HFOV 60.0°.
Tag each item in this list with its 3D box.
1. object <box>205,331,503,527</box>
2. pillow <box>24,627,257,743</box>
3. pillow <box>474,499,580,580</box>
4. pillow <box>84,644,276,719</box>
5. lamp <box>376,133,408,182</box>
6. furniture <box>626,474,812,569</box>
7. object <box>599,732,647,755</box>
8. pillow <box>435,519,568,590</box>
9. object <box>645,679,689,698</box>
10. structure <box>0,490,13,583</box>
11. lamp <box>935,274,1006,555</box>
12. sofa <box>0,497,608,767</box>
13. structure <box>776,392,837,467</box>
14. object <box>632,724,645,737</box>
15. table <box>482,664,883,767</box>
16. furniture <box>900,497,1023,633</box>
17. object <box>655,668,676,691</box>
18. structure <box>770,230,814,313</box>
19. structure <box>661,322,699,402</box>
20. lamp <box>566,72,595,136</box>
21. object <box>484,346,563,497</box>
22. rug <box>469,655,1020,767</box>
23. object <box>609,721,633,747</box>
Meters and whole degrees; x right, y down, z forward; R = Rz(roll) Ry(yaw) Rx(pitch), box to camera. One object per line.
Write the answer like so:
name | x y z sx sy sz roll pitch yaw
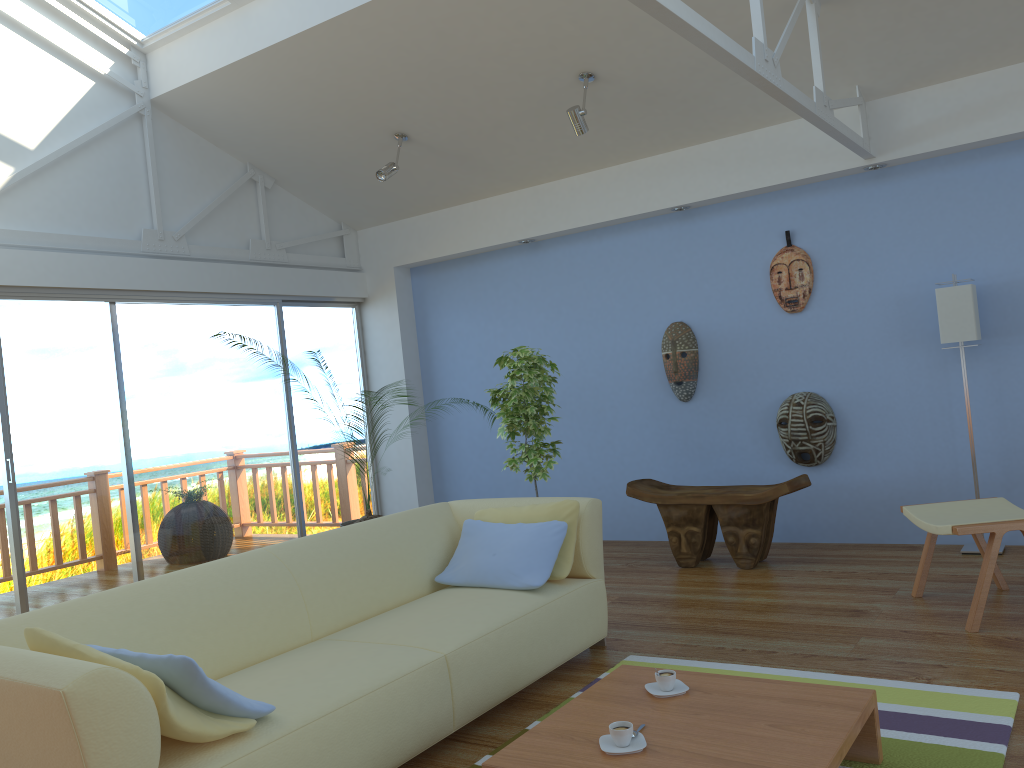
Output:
object | -0.903 0.428 5.941 1.563 1.695 1.706 -6 0 25
pillow | -0.979 0.768 2.321 0.571 0.312 0.275 -6 0 31
pillow | 0.020 0.665 3.799 0.559 0.311 0.201 -6 0 34
pillow | -0.929 0.800 2.405 0.566 0.244 0.272 -6 0 31
lamp | -0.787 -1.474 5.790 0.254 0.327 0.118 -6 0 -38
furniture | 1.204 0.802 5.196 1.100 0.507 0.329 -6 0 34
object | 0.286 0.932 2.292 0.118 0.016 0.118 -6 0 0
pillow | -0.055 0.710 3.702 0.566 0.244 0.272 -6 0 36
object | 0.464 0.913 2.653 0.118 0.016 0.118 -6 0 -11
structure | -4.577 1.727 5.787 4.086 2.064 6.950 -6 0 34
lamp | 2.494 0.157 4.841 0.200 1.520 0.200 -6 0 34
sofa | -0.590 0.883 3.124 0.950 0.597 2.448 -6 0 34
structure | 1.778 0.286 5.413 0.359 0.466 0.185 -6 0 34
object | 0.334 0.921 2.365 0.025 0.021 0.119 -6 0 25
table | 0.482 1.016 2.387 0.800 0.198 0.800 -6 0 34
furniture | 2.029 0.754 3.817 0.449 0.427 0.619 -6 0 4
object | 0.460 0.876 2.663 0.062 0.077 0.086 -6 0 4
structure | 1.713 -0.691 5.463 0.264 0.508 0.063 -6 0 34
structure | 1.101 -0.144 5.880 0.254 0.541 0.115 -6 0 34
lamp | 0.388 -1.587 5.029 0.195 0.351 0.127 -6 0 -38
object | 0.146 0.461 5.401 0.495 1.409 0.699 -6 0 -13
rug | 0.480 1.125 2.393 1.400 0.018 2.100 -6 0 34
object | 0.281 0.908 2.300 0.062 0.049 0.078 -6 0 -20
